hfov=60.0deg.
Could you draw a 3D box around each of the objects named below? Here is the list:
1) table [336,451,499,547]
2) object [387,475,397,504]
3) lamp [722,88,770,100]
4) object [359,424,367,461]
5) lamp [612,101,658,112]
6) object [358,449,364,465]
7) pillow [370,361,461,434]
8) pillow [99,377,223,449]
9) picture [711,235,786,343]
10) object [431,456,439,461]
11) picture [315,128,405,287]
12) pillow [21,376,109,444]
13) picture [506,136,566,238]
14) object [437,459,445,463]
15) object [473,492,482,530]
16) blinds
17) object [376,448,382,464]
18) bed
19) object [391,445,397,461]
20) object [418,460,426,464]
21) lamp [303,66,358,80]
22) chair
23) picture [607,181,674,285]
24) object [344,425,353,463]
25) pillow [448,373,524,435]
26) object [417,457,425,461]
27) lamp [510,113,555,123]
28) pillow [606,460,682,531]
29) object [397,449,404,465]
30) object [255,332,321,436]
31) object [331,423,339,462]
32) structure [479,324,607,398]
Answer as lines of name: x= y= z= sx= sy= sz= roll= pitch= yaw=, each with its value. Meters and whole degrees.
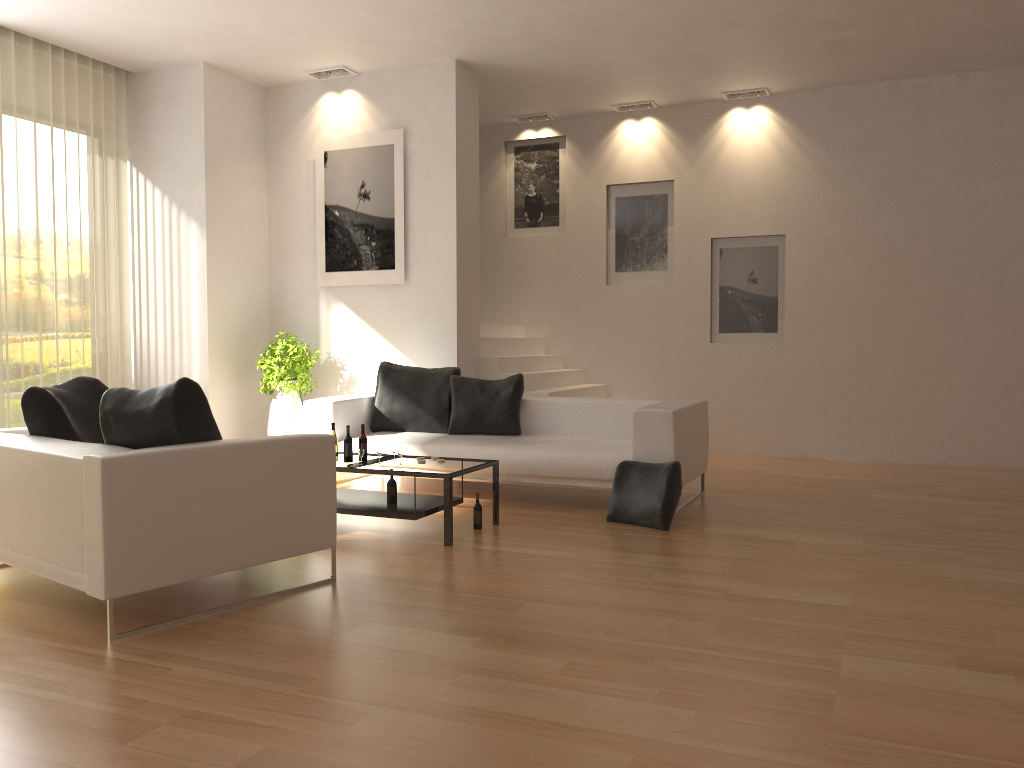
table: x=-0.943 y=0.736 z=5.849 sx=1.566 sy=0.460 sz=0.709 roll=1 pitch=3 yaw=23
object: x=-0.776 y=0.666 z=5.729 sx=0.065 sy=0.217 sz=0.065 roll=0 pitch=3 yaw=6
lamp: x=2.402 y=-3.049 z=9.101 sx=0.446 sy=0.166 sz=0.243 roll=1 pitch=3 yaw=23
object: x=-0.983 y=0.387 z=5.847 sx=0.057 sy=0.248 sz=0.057 roll=2 pitch=3 yaw=41
lamp: x=1.325 y=-3.068 z=9.567 sx=0.446 sy=0.166 sz=0.243 roll=1 pitch=3 yaw=23
object: x=-0.959 y=0.464 z=5.641 sx=0.039 sy=0.101 sz=0.039 roll=-1 pitch=3 yaw=-24
pillow: x=-0.818 y=0.138 z=7.604 sx=0.755 sy=0.666 sz=0.346 roll=0 pitch=3 yaw=9
pillow: x=-1.598 y=0.297 z=4.113 sx=0.506 sy=0.666 sz=0.324 roll=0 pitch=3 yaw=14
picture: x=2.495 y=-0.991 z=9.370 sx=0.802 sy=1.155 sz=0.005 roll=1 pitch=3 yaw=23
object: x=-0.501 y=0.488 z=5.806 sx=0.052 sy=0.021 sz=0.052 roll=0 pitch=3 yaw=1
picture: x=-1.453 y=-1.657 z=8.424 sx=0.979 sy=1.431 sz=0.004 roll=1 pitch=3 yaw=23
pillow: x=-2.339 y=0.261 z=4.812 sx=0.291 sy=0.598 sz=0.660 roll=0 pitch=3 yaw=13
picture: x=0.279 y=-2.274 z=10.273 sx=0.802 sy=1.155 sz=0.005 roll=1 pitch=3 yaw=23
object: x=-0.455 y=0.494 z=5.672 sx=0.052 sy=0.021 sz=0.052 roll=0 pitch=3 yaw=1
object: x=-0.222 y=0.822 z=5.724 sx=0.059 sy=0.244 sz=0.059 roll=0 pitch=3 yaw=0
blinds: x=-3.949 y=-1.108 z=7.802 sx=0.143 sy=3.861 sz=1.409 roll=1 pitch=3 yaw=20
object: x=-0.851 y=0.461 z=5.690 sx=0.039 sy=0.101 sz=0.039 roll=-1 pitch=3 yaw=-19
bed: x=-0.080 y=0.495 z=7.142 sx=3.075 sy=0.761 sz=1.262 roll=1 pitch=3 yaw=23
object: x=-0.777 y=0.454 z=5.853 sx=0.039 sy=0.101 sz=0.039 roll=-1 pitch=3 yaw=-19
object: x=-0.574 y=0.496 z=5.638 sx=0.052 sy=0.021 sz=0.052 roll=-3 pitch=4 yaw=-44
lamp: x=-1.712 y=-3.006 z=8.366 sx=0.446 sy=0.166 sz=0.243 roll=1 pitch=3 yaw=23
chair: x=-1.882 y=0.616 z=4.535 sx=1.671 sy=0.761 sz=1.262 roll=2 pitch=3 yaw=38
picture: x=1.424 y=-1.659 z=9.804 sx=0.802 sy=1.155 sz=0.005 roll=1 pitch=3 yaw=23
object: x=-1.068 y=0.391 z=5.783 sx=0.059 sy=0.244 sz=0.059 roll=1 pitch=3 yaw=24
pillow: x=-0.213 y=0.172 z=7.366 sx=0.628 sy=0.524 sz=0.270 roll=0 pitch=3 yaw=7
object: x=-0.594 y=0.489 z=5.784 sx=0.052 sy=0.021 sz=0.052 roll=0 pitch=3 yaw=1
lamp: x=0.233 y=-3.086 z=10.041 sx=0.446 sy=0.166 sz=0.243 roll=1 pitch=3 yaw=23
pillow: x=0.902 y=0.733 z=5.914 sx=0.503 sy=0.457 sz=0.340 roll=2 pitch=3 yaw=42
object: x=-0.708 y=0.464 z=5.634 sx=0.039 sy=0.101 sz=0.039 roll=-1 pitch=3 yaw=-19
object: x=-2.124 y=0.162 z=8.431 sx=0.570 sy=1.324 sz=0.631 roll=2 pitch=3 yaw=38
object: x=-1.174 y=0.382 z=5.822 sx=0.068 sy=0.257 sz=0.067 roll=2 pitch=3 yaw=42
structure: x=-0.671 y=0.054 z=9.720 sx=4.625 sy=1.403 sz=1.839 roll=1 pitch=3 yaw=23
